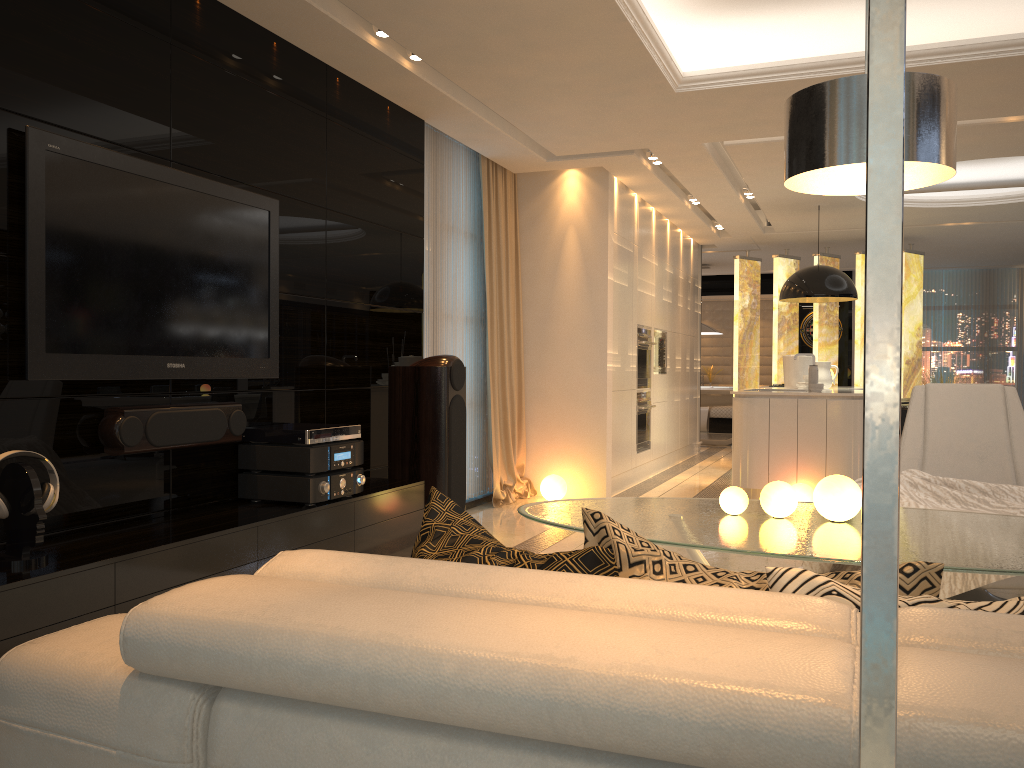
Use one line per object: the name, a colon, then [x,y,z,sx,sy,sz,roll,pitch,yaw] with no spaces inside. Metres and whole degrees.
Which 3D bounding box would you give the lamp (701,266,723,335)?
lamp: [2.372,-1.252,13.382,1.578,0.995,0.939,1,1,22]

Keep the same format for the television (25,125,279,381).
television: [-1.368,-0.439,3.553,0.055,0.839,1.358,1,1,21]

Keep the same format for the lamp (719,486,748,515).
lamp: [0.710,0.373,2.838,0.090,0.091,0.090,0,1,-18]

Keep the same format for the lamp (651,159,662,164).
lamp: [1.139,-1.784,6.936,0.107,0.127,0.107,1,1,10]

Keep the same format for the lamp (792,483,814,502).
lamp: [2.153,0.846,6.608,0.212,0.214,0.213,0,1,-18]

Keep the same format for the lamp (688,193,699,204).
lamp: [1.753,-1.804,8.505,0.107,0.127,0.270,1,1,21]

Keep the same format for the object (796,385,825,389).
object: [2.737,0.031,8.129,0.264,0.033,0.264,0,1,-10]

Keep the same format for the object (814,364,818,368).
object: [2.454,-0.051,7.212,0.071,0.219,0.071,0,1,-2]

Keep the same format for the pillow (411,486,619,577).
pillow: [-0.005,0.429,1.568,0.301,0.436,0.575,0,1,-38]

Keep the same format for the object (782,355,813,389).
object: [2.726,-0.122,8.451,0.288,0.330,0.288,1,1,39]

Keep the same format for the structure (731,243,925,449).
structure: [3.804,-0.377,10.751,2.180,2.555,0.448,1,1,21]

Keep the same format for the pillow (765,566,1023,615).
pillow: [0.631,0.444,1.214,0.587,0.429,0.288,0,1,-4]

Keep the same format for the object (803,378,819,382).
object: [2.737,-0.027,8.128,0.138,0.051,0.138,0,1,-21]

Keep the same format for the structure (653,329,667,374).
structure: [1.325,-0.327,9.224,0.446,0.450,0.659,1,1,21]

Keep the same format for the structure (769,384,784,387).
structure: [3.076,0.014,9.593,0.502,0.026,0.811,1,1,21]

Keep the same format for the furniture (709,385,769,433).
furniture: [4.162,0.426,15.361,1.312,0.810,1.107,1,1,21]

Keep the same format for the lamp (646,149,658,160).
lamp: [1.079,-1.782,6.783,0.107,0.127,0.107,1,1,10]

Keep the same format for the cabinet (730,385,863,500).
cabinet: [2.839,0.486,8.457,1.046,0.887,3.752,1,1,21]

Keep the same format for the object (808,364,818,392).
object: [2.415,-0.049,7.113,0.071,0.219,0.071,1,1,12]

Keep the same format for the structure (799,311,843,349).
structure: [5.017,-0.878,14.393,0.669,0.669,0.048,1,1,21]

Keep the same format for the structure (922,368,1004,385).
structure: [6.364,0.310,13.033,1.275,1.142,1.282,0,1,-22]

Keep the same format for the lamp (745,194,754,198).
lamp: [2.224,-1.797,8.272,0.107,0.127,0.107,0,1,3]

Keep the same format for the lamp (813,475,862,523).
lamp: [1.000,0.351,2.724,0.143,0.143,0.143,0,1,6]

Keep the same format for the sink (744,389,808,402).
sink: [2.240,0.125,7.456,0.485,0.152,0.738,1,1,21]

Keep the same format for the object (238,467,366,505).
object: [-0.944,0.462,4.086,0.419,0.130,0.446,1,1,21]

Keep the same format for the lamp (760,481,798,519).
lamp: [0.839,0.363,2.787,0.115,0.115,0.115,0,1,-43]

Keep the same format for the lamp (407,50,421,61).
lamp: [-0.497,-1.759,4.632,0.107,0.127,0.107,1,1,40]

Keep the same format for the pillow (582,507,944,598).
pillow: [0.361,0.434,1.399,0.575,0.436,0.301,1,1,27]

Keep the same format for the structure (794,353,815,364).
structure: [2.427,-0.099,7.351,0.177,0.310,0.089,1,1,21]

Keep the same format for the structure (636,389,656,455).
structure: [1.038,0.349,8.545,0.595,0.597,0.609,1,1,21]

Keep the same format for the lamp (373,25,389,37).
lamp: [-0.623,-1.755,4.309,0.107,0.127,0.107,0,1,3]

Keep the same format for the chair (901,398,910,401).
chair: [3.979,0.535,8.897,0.380,0.789,0.380,0,1,-11]

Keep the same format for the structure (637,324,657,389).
structure: [1.042,-0.260,8.535,0.595,0.597,0.609,1,1,21]

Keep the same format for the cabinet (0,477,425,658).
cabinet: [-1.183,0.756,3.526,0.416,0.444,2.842,1,1,21]

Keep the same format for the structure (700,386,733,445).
structure: [2.357,0.440,13.390,2.912,0.812,1.659,1,1,21]

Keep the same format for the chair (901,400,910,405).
chair: [3.638,0.544,8.136,0.380,0.789,0.380,0,1,4]

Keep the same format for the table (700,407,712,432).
table: [3.271,0.594,15.707,0.608,0.457,1.143,1,1,21]

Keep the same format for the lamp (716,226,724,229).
lamp: [2.373,-1.824,10.086,0.107,0.127,0.107,1,1,18]

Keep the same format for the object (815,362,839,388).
object: [2.998,-0.085,8.523,0.211,0.254,0.183,0,1,-17]

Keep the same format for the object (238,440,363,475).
object: [-0.949,0.332,4.086,0.407,0.130,0.446,1,1,21]

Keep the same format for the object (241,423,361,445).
object: [-0.968,0.231,4.094,0.371,0.070,0.441,1,1,21]

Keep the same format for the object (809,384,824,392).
object: [2.412,0.030,7.024,0.111,0.062,0.111,1,1,43]

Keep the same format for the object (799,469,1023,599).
object: [1.847,0.693,3.991,0.972,0.580,1.347,0,1,-31]

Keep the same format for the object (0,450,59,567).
object: [-1.510,0.376,2.716,0.197,0.343,0.197,0,1,-14]

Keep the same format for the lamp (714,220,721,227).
lamp: [2.313,-1.822,9.933,0.107,0.127,0.107,0,1,3]

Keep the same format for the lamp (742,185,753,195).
lamp: [2.165,-1.795,8.120,0.107,0.127,0.107,0,1,3]

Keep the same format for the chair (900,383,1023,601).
chair: [2.060,0.497,3.963,1.027,0.991,0.983,1,1,21]

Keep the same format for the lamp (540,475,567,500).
lamp: [0.331,0.827,7.050,0.212,0.214,0.213,0,1,-18]

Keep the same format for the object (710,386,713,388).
object: [2.960,0.060,13.155,0.057,0.057,0.057,0,1,-9]

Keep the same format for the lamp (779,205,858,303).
lamp: [2.916,-1.248,8.437,0.710,0.898,0.710,1,1,32]

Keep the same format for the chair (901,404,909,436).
chair: [3.310,0.557,7.187,0.380,0.789,0.380,0,1,-36]

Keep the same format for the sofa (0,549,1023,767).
sofa: [0.534,0.646,1.346,2.328,0.754,1.145,1,1,21]

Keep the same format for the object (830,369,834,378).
object: [3.065,-0.067,8.740,0.212,0.214,0.213,0,1,-18]

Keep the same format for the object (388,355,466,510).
object: [-0.513,0.396,5.058,0.468,1.127,0.285,1,1,21]

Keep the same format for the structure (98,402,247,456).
structure: [-1.337,0.171,3.562,0.107,0.179,0.745,1,1,21]

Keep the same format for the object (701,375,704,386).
object: [3.344,0.100,16.063,0.247,0.522,0.124,1,1,21]

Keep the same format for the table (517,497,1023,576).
table: [1.028,0.706,2.622,2.140,0.565,0.999,1,1,20]

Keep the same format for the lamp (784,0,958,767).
lamp: [0.579,-0.239,1.437,0.393,2.519,2.009,1,1,21]

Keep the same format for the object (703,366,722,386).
object: [3.592,0.012,15.909,0.390,0.718,0.388,1,1,13]
